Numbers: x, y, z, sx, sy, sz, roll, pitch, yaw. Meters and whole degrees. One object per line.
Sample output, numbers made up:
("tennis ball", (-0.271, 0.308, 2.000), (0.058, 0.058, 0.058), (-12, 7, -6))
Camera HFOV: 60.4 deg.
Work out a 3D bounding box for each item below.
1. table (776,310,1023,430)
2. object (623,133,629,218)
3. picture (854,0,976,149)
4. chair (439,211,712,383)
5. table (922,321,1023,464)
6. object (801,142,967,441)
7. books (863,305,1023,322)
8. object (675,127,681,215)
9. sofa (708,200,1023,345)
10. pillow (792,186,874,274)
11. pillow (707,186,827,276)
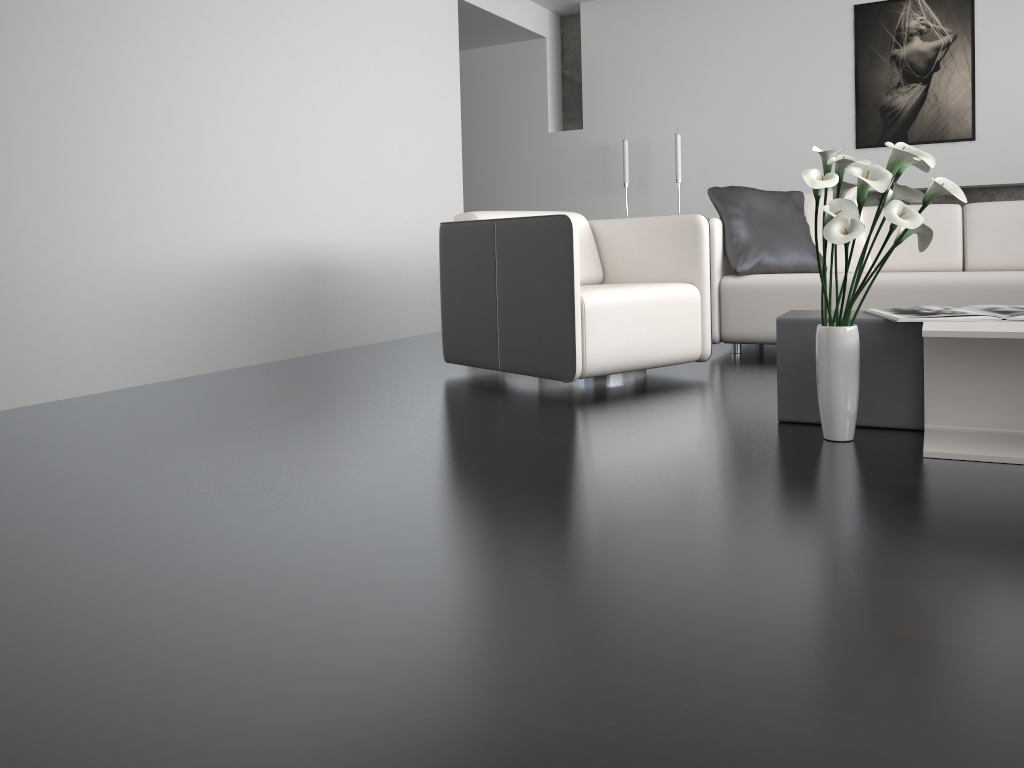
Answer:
("table", (1.422, -0.037, 2.489), (1.259, 0.312, 0.301), (3, 7, 26))
("object", (0.889, -1.235, 6.802), (0.180, 1.387, 0.181), (0, 2, 28))
("picture", (2.733, -2.131, 5.996), (0.746, 0.999, 0.004), (1, 3, 28))
("chair", (0.240, -0.419, 3.741), (0.771, 0.657, 0.923), (-6, 8, -37))
("table", (1.512, 0.023, 2.092), (0.969, 0.312, 0.301), (2, 7, 26))
("object", (0.941, -0.235, 2.295), (0.377, 0.792, 0.450), (-1, 4, 11))
("books", (1.338, -0.205, 2.522), (0.548, 0.016, 0.362), (0, 9, 8))
("object", (1.236, -1.198, 6.501), (0.180, 1.387, 0.181), (0, 2, 28))
("sofa", (2.137, -0.533, 4.151), (2.240, 0.656, 0.928), (2, 8, 26))
("pillow", (1.537, -0.768, 4.541), (0.584, 0.496, 0.326), (0, 5, 17))
("pillow", (1.278, -0.766, 4.368), (0.566, 0.447, 0.279), (-4, 4, -18))
